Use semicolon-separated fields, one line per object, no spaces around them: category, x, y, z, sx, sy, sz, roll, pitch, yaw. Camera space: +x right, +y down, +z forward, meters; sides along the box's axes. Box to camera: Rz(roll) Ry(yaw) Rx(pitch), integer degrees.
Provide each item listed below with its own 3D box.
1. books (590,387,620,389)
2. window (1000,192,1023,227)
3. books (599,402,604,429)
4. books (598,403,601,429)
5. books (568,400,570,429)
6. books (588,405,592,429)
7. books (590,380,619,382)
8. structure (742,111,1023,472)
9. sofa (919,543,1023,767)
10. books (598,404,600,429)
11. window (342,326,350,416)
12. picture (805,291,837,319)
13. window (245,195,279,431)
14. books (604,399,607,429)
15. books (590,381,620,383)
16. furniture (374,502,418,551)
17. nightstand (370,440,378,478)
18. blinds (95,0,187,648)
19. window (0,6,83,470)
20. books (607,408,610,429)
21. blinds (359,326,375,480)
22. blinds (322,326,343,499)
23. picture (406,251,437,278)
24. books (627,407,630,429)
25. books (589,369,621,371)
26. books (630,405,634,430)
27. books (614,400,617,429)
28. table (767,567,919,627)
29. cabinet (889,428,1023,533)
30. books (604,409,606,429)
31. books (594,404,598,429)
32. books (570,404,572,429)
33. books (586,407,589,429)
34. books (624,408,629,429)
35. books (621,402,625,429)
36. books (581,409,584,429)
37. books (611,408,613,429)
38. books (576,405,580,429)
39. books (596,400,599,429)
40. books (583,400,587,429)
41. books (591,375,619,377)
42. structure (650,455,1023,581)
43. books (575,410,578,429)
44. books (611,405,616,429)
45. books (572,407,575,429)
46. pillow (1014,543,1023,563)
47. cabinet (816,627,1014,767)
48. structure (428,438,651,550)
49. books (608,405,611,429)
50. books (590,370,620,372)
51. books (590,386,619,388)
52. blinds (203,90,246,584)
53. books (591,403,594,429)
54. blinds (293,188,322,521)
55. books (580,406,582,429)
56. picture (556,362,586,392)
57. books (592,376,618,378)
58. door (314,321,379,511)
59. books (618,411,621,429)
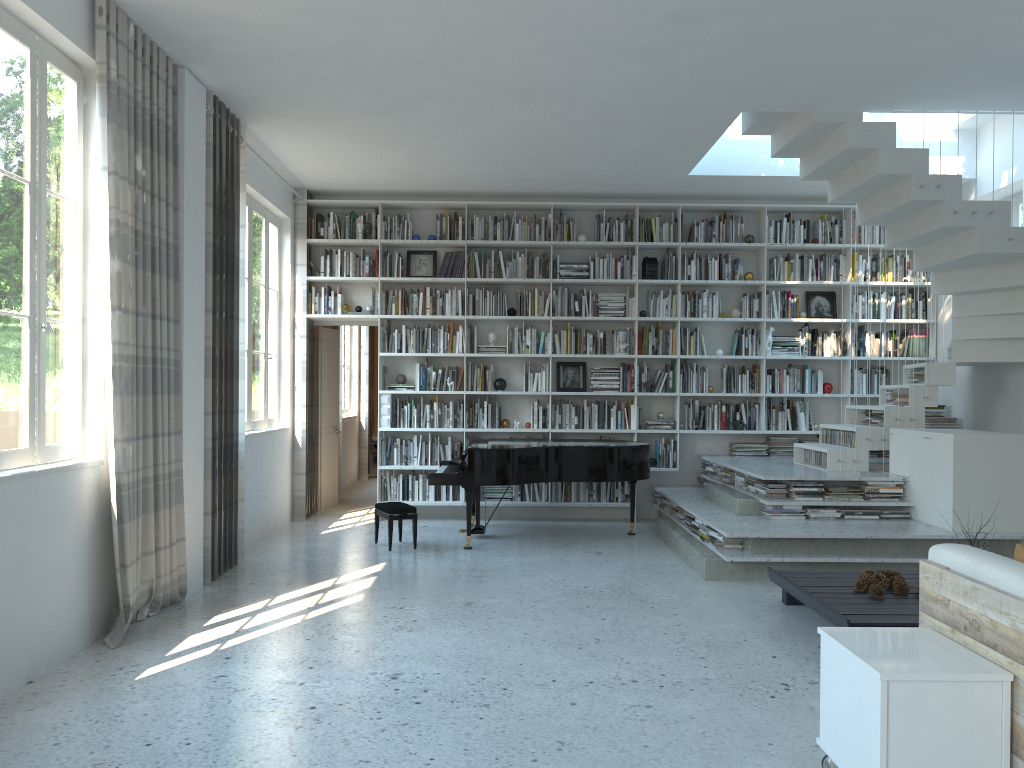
books;0.926;0.041;8.876;0.285;0.012;0.159;0;0;-2
window;4.444;-1.065;7.839;0.042;1.226;1.117;0;0;-1
books;0.894;0.317;8.861;0.028;0.264;0.161;0;0;-1
books;0.875;0.318;8.867;0.010;0.261;0.181;0;0;-1
books;0.568;0.305;8.858;0.013;0.282;0.166;0;0;-1
books;0.778;0.330;8.871;0.031;0.237;0.159;0;0;-1
books;0.927;-0.031;8.866;0.285;0.012;0.159;0;0;4
structure;2.894;-0.655;7.085;2.613;3.382;1.954;0;0;-1
sofa;2.525;0.892;2.753;2.194;0.854;0.871;0;0;-1
books;0.864;0.323;8.878;0.011;0.251;0.158;0;0;-1
window;-2.257;-0.559;11.492;0.073;2.009;1.983;0;0;-1
picture;3.119;-0.786;8.942;0.300;0.300;0.077;0;0;-1
window;-2.216;-0.589;7.524;0.073;2.009;1.983;0;0;-1
books;0.935;0.301;8.865;0.012;0.296;0.177;0;0;-1
books;0.927;-0.019;8.873;0.285;0.012;0.159;0;0;1
furniture;-0.951;1.148;7.233;0.240;0.353;0.467;0;0;-26
nightstand;-2.137;1.099;13.072;0.650;0.518;0.430;0;0;2
blinds;-2.017;-0.332;4.845;0.183;3.261;1.026;0;0;-1
window;-17.943;-8.017;12.723;32.803;18.541;18.530;0;0;3
books;0.952;0.346;8.863;0.024;0.207;0.183;0;0;-1
blinds;-2.105;-0.252;12.940;0.140;3.231;0.776;0;0;-1
blinds;-2.076;-0.273;10.148;0.140;3.231;0.776;0;0;-1
picture;-0.906;-1.191;8.899;0.300;0.300;0.077;0;0;-1
books;1.161;0.343;8.861;0.011;0.216;0.166;0;0;-1
books;0.928;-0.140;8.865;0.285;0.012;0.159;0;0;-6
books;1.194;0.328;8.856;0.033;0.246;0.176;0;0;-1
books;1.032;0.303;8.874;0.014;0.294;0.137;0;0;-1
table;2.204;1.230;4.816;1.270;0.218;1.257;0;0;-1
cabinet;3.247;0.683;6.545;0.551;0.668;0.993;0;0;-1
books;0.918;0.348;8.876;0.021;0.203;0.128;0;0;-1
books;0.831;0.326;8.860;0.026;0.245;0.191;0;0;-1
books;0.585;0.324;8.877;0.021;0.244;0.141;0;0;-1
books;0.751;0.338;8.879;0.025;0.220;0.140;0;0;-1
books;1.134;0.345;8.860;0.042;0.212;0.169;0;0;-1
books;1.100;0.315;8.870;0.026;0.272;0.175;0;0;-1
books;0.701;0.349;8.856;0.023;0.196;0.165;0;0;-1
books;0.990;0.348;8.863;0.023;0.204;0.167;0;0;-1
books;0.662;0.328;8.858;0.029;0.238;0.165;0;0;-1
books;0.851;0.306;8.884;0.014;0.286;0.134;0;0;-1
books;0.726;0.302;8.869;0.026;0.291;0.152;0;0;-1
books;0.927;-0.079;8.871;0.254;0.012;0.161;0;0;-4
structure;2.740;1.041;7.474;2.899;0.659;3.112;0;0;-1
books;0.633;0.355;8.851;0.029;0.184;0.174;0;0;-1
books;1.014;0.333;8.863;0.023;0.234;0.174;0;0;-1
books;0.607;0.338;8.855;0.023;0.217;0.174;0;0;-1
pillow;1.700;0.690;2.753;0.200;0.339;0.462;0;0;-7
cabinet;1.226;1.066;2.761;0.380;0.487;0.502;0;0;-1
structure;0.282;0.930;7.753;1.918;0.833;1.334;0;0;-1
books;0.972;0.332;8.874;0.014;0.235;0.154;0;0;-1
books;0.928;-0.128;8.873;0.285;0.012;0.159;0;0;1
books;0.926;0.029;8.866;0.285;0.012;0.159;0;0;4
blinds;-2.035;-0.303;6.177;0.140;3.231;0.776;0;0;-1
books;0.806;0.321;8.887;0.025;0.254;0.136;0;0;-1
blinds;-2.064;-0.282;8.970;0.140;3.231;0.776;0;0;-1
books;0.683;0.332;8.868;0.013;0.230;0.139;0;0;-1
picture;0.597;-0.072;8.920;0.300;0.300;0.077;0;0;-1
books;0.927;-0.067;8.871;0.254;0.012;0.161;0;0;2
door;-1.733;0.352;9.400;0.834;1.981;0.786;0;0;-1
books;1.065;0.359;8.858;0.023;0.183;0.169;0;0;-1
